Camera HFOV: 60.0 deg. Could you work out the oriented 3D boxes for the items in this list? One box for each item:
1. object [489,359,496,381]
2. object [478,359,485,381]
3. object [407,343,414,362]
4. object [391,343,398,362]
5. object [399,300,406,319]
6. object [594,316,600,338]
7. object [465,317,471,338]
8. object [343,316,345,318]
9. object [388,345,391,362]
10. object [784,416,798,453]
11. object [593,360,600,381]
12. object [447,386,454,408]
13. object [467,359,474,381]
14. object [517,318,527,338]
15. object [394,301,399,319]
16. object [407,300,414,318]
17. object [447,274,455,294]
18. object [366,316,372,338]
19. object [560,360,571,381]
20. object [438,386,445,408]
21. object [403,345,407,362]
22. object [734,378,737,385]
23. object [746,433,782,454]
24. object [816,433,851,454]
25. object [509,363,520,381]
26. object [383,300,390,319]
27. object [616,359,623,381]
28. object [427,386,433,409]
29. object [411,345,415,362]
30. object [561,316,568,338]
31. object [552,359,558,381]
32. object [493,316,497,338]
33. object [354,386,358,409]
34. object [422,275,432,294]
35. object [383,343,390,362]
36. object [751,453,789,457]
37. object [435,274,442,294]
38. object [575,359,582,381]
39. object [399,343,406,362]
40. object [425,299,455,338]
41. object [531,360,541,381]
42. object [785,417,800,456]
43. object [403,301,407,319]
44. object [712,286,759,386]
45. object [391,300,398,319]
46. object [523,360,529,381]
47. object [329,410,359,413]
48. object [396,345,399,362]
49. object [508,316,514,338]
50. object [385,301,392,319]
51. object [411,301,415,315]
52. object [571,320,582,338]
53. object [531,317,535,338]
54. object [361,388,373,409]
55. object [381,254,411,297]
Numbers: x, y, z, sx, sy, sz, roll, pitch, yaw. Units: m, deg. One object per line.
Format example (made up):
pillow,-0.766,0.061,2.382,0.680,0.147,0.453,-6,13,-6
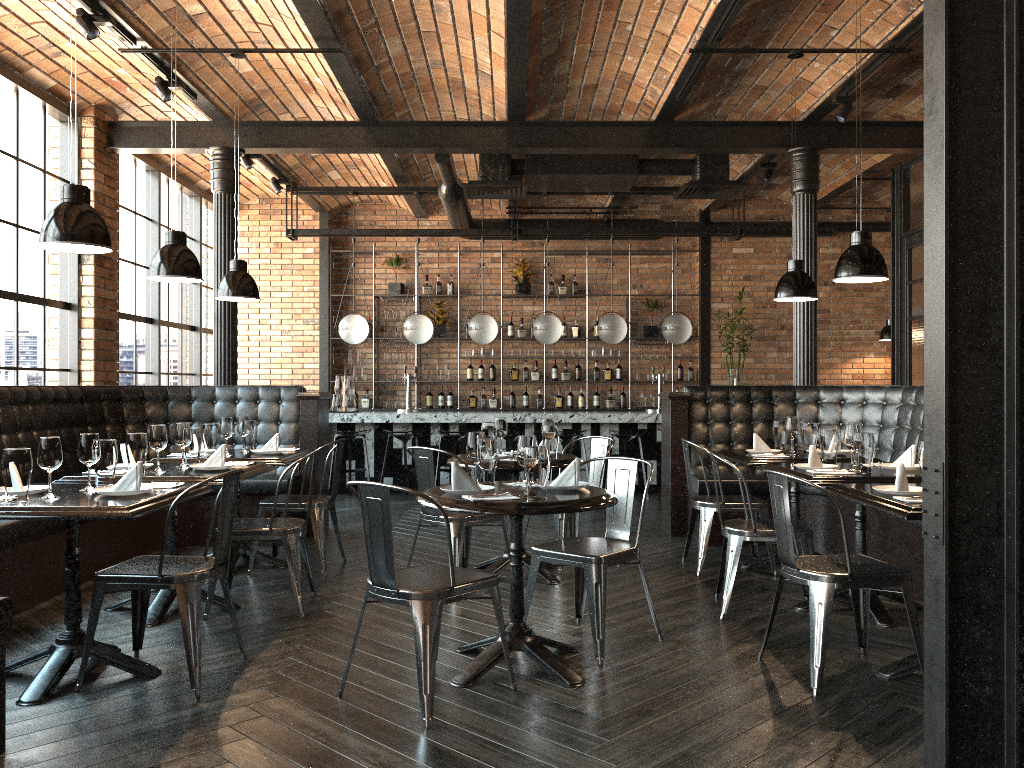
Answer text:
object,-0.259,-0.186,11.852,0.086,0.297,0.086,0,0,-41
object,-0.411,-0.186,11.880,0.086,0.298,0.086,0,0,-41
object,-1.351,-0.420,11.757,0.092,0.244,0.092,0,0,6
object,-1.554,-0.420,11.757,0.092,0.244,0.092,0,0,6
object,-1.455,-0.993,11.757,0.092,0.244,0.092,0,0,6
object,1.146,-0.756,11.856,0.086,0.299,0.086,0,0,-41
object,-0.577,-0.749,11.849,0.083,0.282,0.083,0,0,-15
object,-2.249,-0.757,11.879,0.086,0.298,0.086,0,0,-41
object,-1.664,-0.420,11.921,0.092,0.244,0.092,0,0,6
object,1.881,0.339,5.964,0.092,0.244,0.092,0,0,17
object,1.128,-0.178,11.849,0.083,0.282,0.083,0,0,-15
object,-0.822,0.178,11.855,0.086,0.298,0.086,0,0,-41
object,-0.557,-0.185,11.854,0.086,0.299,0.086,0,0,-41
object,0.130,-0.746,11.836,0.123,0.279,0.123,0,0,-11
object,-1.554,-0.993,11.922,0.092,0.244,0.092,0,0,6
object,-1.351,-0.993,11.757,0.092,0.244,0.092,0,0,6
object,-0.816,-1.322,11.850,0.083,0.282,0.083,0,0,15
object,-1.916,-0.757,11.851,0.086,0.299,0.086,0,0,-41
object,0.717,-0.175,11.835,0.123,0.279,0.123,0,0,-11
object,-0.941,0.177,11.879,0.086,0.298,0.086,0,0,-41
object,-1.455,-0.420,11.921,0.092,0.244,0.092,0,0,6
object,2.841,0.129,10.933,0.319,0.397,0.316,0,0,-41
object,1.675,0.397,5.901,0.232,0.139,0.232,0,0,-42
object,2.130,0.397,5.886,0.232,0.139,0.232,0,0,-42
object,0.030,-0.160,11.848,0.151,0.248,0.094,0,0,-11
object,-1.664,-0.993,11.757,0.092,0.244,0.092,0,0,6
object,1.436,-0.185,11.863,0.086,0.298,0.086,0,0,-41
object,-1.098,0.178,11.853,0.086,0.299,0.086,0,0,-41
object,-1.351,-0.420,11.922,0.092,0.244,0.092,0,0,6
object,0.702,-0.757,11.881,0.086,0.298,0.086,0,0,-41
object,0.576,-0.186,11.857,0.086,0.298,0.086,0,0,-41
object,-0.245,-0.756,11.863,0.086,0.298,0.086,0,0,-41
object,-2.092,0.178,11.821,0.086,0.297,0.086,0,0,34
object,-1.140,-1.319,11.851,0.123,0.279,0.123,0,0,-11
object,-1.664,-0.420,11.756,0.092,0.244,0.092,0,0,6
object,1.664,0.452,5.643,0.255,0.019,0.157,0,0,0
object,-0.982,-1.322,11.849,0.083,0.282,0.083,0,0,-15
object,0.886,-0.186,11.853,0.086,0.299,0.086,0,0,-41
object,-1.455,-0.420,11.757,0.092,0.244,0.092,0,0,6
object,-0.960,-0.869,11.821,0.430,0.526,0.425,0,0,12
object,0.322,-0.175,11.835,0.123,0.279,0.123,0,0,14
object,1.801,0.338,5.695,0.092,0.244,0.092,0,0,-17
object,-1.455,-0.993,11.922,0.092,0.244,0.092,0,0,6
object,2.860,-0.448,11.298,0.584,1.546,0.673,0,0,39
object,-1.554,-0.993,11.757,0.092,0.244,0.092,0,0,6
object,0.184,-0.178,11.849,0.083,0.282,0.083,0,0,0
object,-1.919,0.315,10.141,0.273,0.019,0.437,0,0,0
object,-1.554,-0.420,11.921,0.092,0.244,0.092,0,0,6
object,-0.011,-0.757,11.857,0.086,0.298,0.086,0,0,-41
object,-1.664,-0.993,11.922,0.092,0.244,0.092,0,0,6
object,-1.351,-0.993,11.922,0.092,0.244,0.092,0,0,6
object,0.862,-0.730,11.849,0.151,0.248,0.094,0,0,29
object,0.291,-0.749,11.850,0.083,0.282,0.083,0,0,0
object,-1.935,0.188,11.833,0.123,0.279,0.123,0,0,14
object,-1.551,-1.457,11.875,0.377,0.554,0.422,0,0,-12
